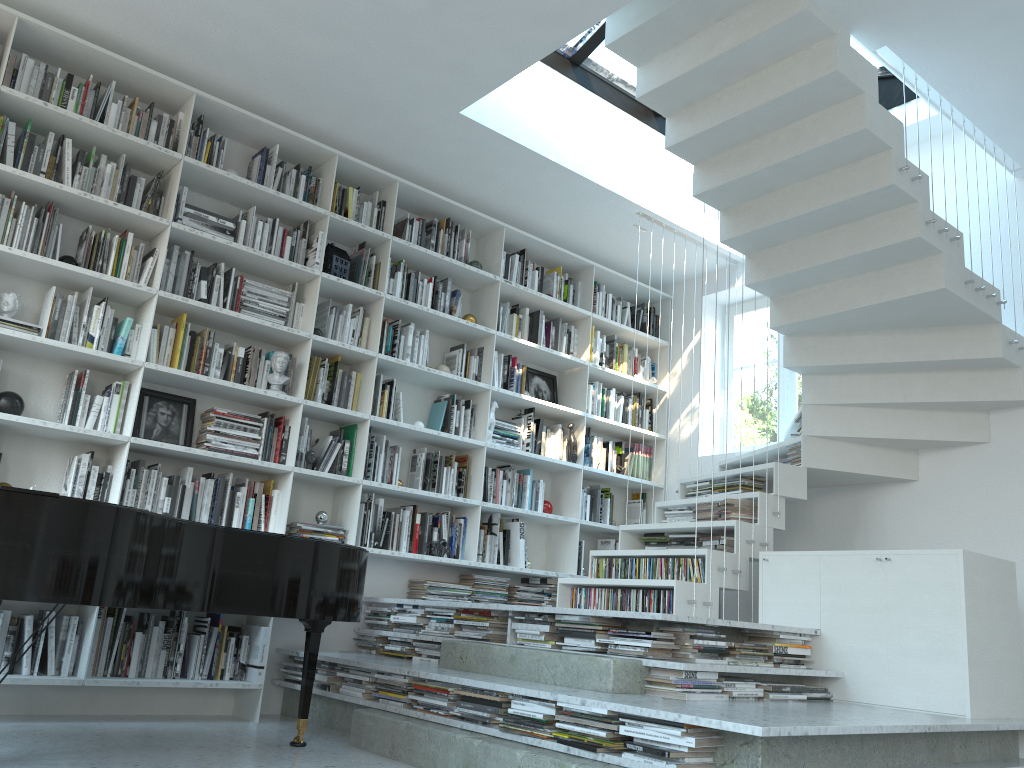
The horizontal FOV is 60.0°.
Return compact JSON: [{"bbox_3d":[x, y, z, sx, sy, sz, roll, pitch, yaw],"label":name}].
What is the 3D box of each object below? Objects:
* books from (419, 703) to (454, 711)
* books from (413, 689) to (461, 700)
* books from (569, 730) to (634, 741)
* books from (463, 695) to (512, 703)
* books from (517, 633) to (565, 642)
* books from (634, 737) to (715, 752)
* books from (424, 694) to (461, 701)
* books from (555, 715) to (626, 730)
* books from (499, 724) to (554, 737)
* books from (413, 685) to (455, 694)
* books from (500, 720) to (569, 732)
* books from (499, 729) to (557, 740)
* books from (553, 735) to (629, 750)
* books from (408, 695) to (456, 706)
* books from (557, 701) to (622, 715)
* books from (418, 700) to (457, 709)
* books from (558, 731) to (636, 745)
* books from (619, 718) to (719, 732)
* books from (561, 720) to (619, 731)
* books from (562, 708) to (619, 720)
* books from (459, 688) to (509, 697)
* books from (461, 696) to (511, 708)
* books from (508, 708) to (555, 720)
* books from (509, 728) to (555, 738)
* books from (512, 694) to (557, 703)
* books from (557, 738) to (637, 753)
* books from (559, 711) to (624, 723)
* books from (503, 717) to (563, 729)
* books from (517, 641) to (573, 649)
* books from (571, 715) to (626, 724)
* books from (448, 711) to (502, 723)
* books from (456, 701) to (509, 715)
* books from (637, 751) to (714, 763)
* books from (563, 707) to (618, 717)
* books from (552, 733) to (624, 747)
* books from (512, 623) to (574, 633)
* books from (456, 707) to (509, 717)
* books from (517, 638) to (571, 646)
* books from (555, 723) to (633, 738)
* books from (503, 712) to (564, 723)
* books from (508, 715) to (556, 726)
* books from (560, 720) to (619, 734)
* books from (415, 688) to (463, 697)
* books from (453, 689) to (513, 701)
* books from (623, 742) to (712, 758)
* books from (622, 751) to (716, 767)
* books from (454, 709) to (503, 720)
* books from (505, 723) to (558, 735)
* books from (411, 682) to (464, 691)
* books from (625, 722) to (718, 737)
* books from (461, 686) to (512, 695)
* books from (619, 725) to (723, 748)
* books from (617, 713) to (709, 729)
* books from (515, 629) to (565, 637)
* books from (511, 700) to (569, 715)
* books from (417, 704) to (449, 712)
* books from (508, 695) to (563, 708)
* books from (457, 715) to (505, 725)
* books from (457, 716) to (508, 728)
[{"bbox_3d":[-0.265,1.361,3.738,0.132,0.009,0.269,16,-19,-36],"label":"books"},{"bbox_3d":[-0.270,1.311,3.743,0.155,0.009,0.298,16,-19,-36],"label":"books"},{"bbox_3d":[0.316,1.202,3.045,0.154,0.014,0.197,16,-19,-37],"label":"books"},{"bbox_3d":[-0.068,1.247,3.516,0.150,0.008,0.217,17,-19,-38],"label":"books"},{"bbox_3d":[0.148,1.166,4.078,0.167,0.024,0.192,16,-19,-36],"label":"books"},{"bbox_3d":[0.517,1.142,2.823,0.137,0.019,0.224,16,-19,-36],"label":"books"},{"bbox_3d":[-0.264,1.324,3.746,0.140,0.013,0.180,16,-19,-36],"label":"books"},{"bbox_3d":[0.304,1.160,3.043,0.168,0.013,0.281,19,-20,-42],"label":"books"},{"bbox_3d":[0.113,1.272,3.259,0.171,0.005,0.297,17,-19,-38],"label":"books"},{"bbox_3d":[-0.278,1.289,3.741,0.166,0.014,0.236,19,-20,-42],"label":"books"},{"bbox_3d":[0.111,1.256,3.260,0.180,0.008,0.268,17,-19,-38],"label":"books"},{"bbox_3d":[0.100,1.281,3.246,0.193,0.005,0.225,18,-20,-41],"label":"books"},{"bbox_3d":[0.301,1.221,3.029,0.178,0.009,0.277,17,-20,-39],"label":"books"},{"bbox_3d":[-0.282,1.331,3.729,0.182,0.013,0.287,16,-19,-36],"label":"books"},{"bbox_3d":[0.307,1.115,3.054,0.183,0.016,0.257,15,-18,-34],"label":"books"},{"bbox_3d":[-0.269,1.348,3.737,0.130,0.014,0.250,19,-20,-42],"label":"books"},{"bbox_3d":[0.309,1.210,3.037,0.171,0.006,0.268,16,-19,-37],"label":"books"},{"bbox_3d":[0.501,1.082,2.820,0.177,0.010,0.266,18,-20,-41],"label":"books"},{"bbox_3d":[0.319,1.174,3.053,0.131,0.007,0.292,18,-20,-41],"label":"books"},{"bbox_3d":[0.322,1.141,3.061,0.133,0.008,0.284,18,-20,-41],"label":"books"},{"bbox_3d":[-0.068,1.225,3.520,0.157,0.007,0.269,16,-19,-37],"label":"books"},{"bbox_3d":[-0.071,1.258,3.511,0.143,0.017,0.239,18,-20,-41],"label":"books"},{"bbox_3d":[0.112,1.216,3.269,0.180,0.016,0.183,18,-20,-40],"label":"books"},{"bbox_3d":[0.116,1.280,3.260,0.148,0.008,0.236,14,-18,-32],"label":"books"},{"bbox_3d":[0.126,1.165,3.291,0.157,0.014,0.215,16,-19,-35],"label":"books"},{"bbox_3d":[0.292,1.230,3.020,0.191,0.016,0.209,14,-18,-32],"label":"books"},{"bbox_3d":[0.312,1.145,3.053,0.175,0.006,0.251,16,-19,-37],"label":"books"},{"bbox_3d":[0.107,1.245,3.259,0.189,0.013,0.215,17,-20,-39],"label":"books"},{"bbox_3d":[0.152,1.200,4.075,0.132,0.016,0.262,14,-18,-32],"label":"books"},{"bbox_3d":[0.322,1.155,3.059,0.134,0.009,0.210,15,-18,-33],"label":"books"},{"bbox_3d":[-0.093,1.308,3.483,0.189,0.009,0.291,15,-18,-34],"label":"books"},{"bbox_3d":[-0.081,1.276,3.499,0.161,0.025,0.244,19,-20,-42],"label":"books"},{"bbox_3d":[0.517,1.176,2.817,0.132,0.014,0.205,16,-19,-37],"label":"books"},{"bbox_3d":[0.306,1.127,3.051,0.178,0.010,0.196,14,-18,-32],"label":"books"},{"bbox_3d":[0.297,1.212,3.027,0.191,0.006,0.275,16,-19,-35],"label":"books"},{"bbox_3d":[0.146,1.125,4.085,0.174,0.029,0.250,17,-20,-39],"label":"books"},{"bbox_3d":[-0.084,1.293,3.494,0.178,0.011,0.220,16,-19,-35],"label":"books"},{"bbox_3d":[0.160,1.188,4.084,0.136,0.013,0.258,16,-19,-37],"label":"books"},{"bbox_3d":[0.301,1.183,3.036,0.191,0.015,0.246,16,-19,-36],"label":"books"},{"bbox_3d":[0.113,1.227,3.267,0.171,0.007,0.261,15,-18,-34],"label":"books"},{"bbox_3d":[0.126,1.240,3.276,0.145,0.010,0.267,17,-19,-38],"label":"books"},{"bbox_3d":[0.312,1.177,3.046,0.150,0.004,0.291,15,-18,-33],"label":"books"},{"bbox_3d":[-0.273,1.302,3.743,0.169,0.009,0.242,16,-19,-37],"label":"books"},{"bbox_3d":[-0.079,1.232,3.509,0.170,0.014,0.281,18,-20,-40],"label":"books"},{"bbox_3d":[0.491,1.153,2.799,0.188,0.017,0.206,14,-18,-32],"label":"books"},{"bbox_3d":[0.493,1.185,2.795,0.184,0.017,0.230,16,-19,-35],"label":"books"},{"bbox_3d":[-0.078,1.304,3.497,0.147,0.008,0.291,18,-20,-41],"label":"books"},{"bbox_3d":[0.115,1.266,3.261,0.159,0.009,0.276,15,-18,-34],"label":"books"},{"bbox_3d":[-0.280,1.276,3.742,0.179,0.012,0.249,18,-20,-40],"label":"books"},{"bbox_3d":[0.505,1.096,2.821,0.165,0.015,0.243,15,-18,-33],"label":"books"},{"bbox_3d":[-0.070,1.217,3.520,0.160,0.008,0.239,16,-19,-36],"label":"books"},{"bbox_3d":[0.503,1.116,2.816,0.157,0.027,0.288,19,-20,-42],"label":"books"},{"bbox_3d":[0.496,1.069,2.819,0.192,0.014,0.257,18,-20,-41],"label":"books"},{"bbox_3d":[0.141,1.145,4.076,0.178,0.015,0.188,14,-18,-32],"label":"books"},{"bbox_3d":[0.125,1.198,3.284,0.141,0.028,0.223,19,-20,-42],"label":"books"},{"bbox_3d":[-0.266,1.367,3.736,0.129,0.005,0.296,16,-19,-35],"label":"books"},{"bbox_3d":[0.125,1.178,3.287,0.139,0.013,0.288,14,-18,-32],"label":"books"},{"bbox_3d":[-0.078,1.320,3.493,0.155,0.007,0.263,16,-19,-35],"label":"books"},{"bbox_3d":[-0.078,1.330,3.492,0.142,0.012,0.291,15,-18,-33],"label":"books"}]
